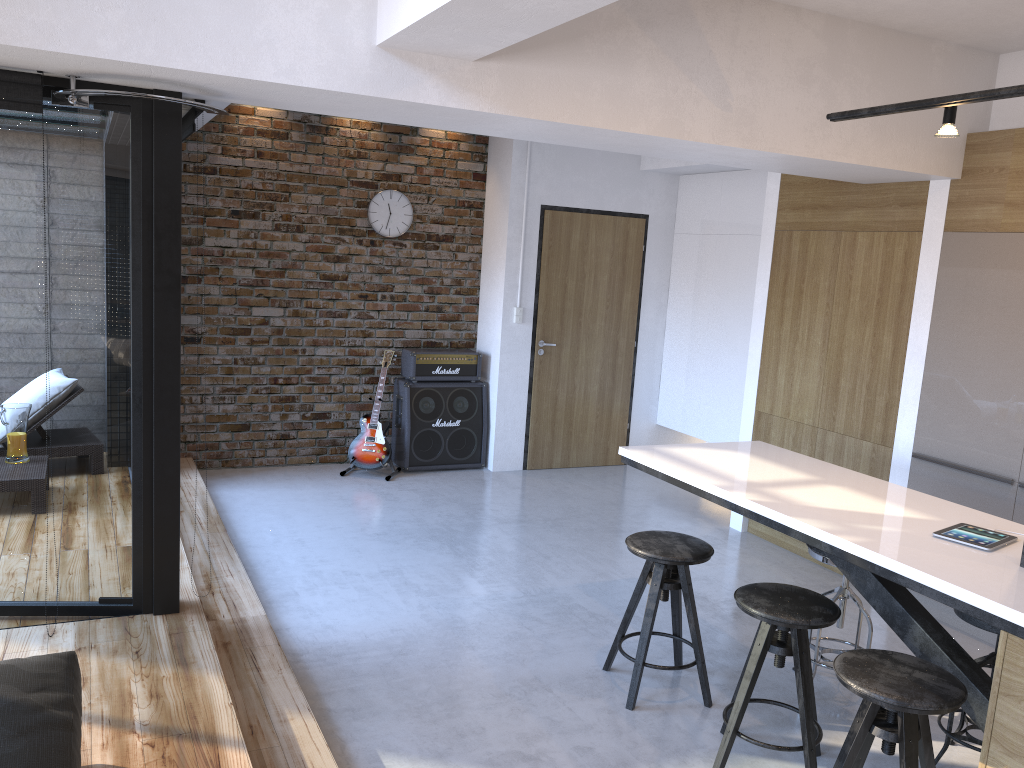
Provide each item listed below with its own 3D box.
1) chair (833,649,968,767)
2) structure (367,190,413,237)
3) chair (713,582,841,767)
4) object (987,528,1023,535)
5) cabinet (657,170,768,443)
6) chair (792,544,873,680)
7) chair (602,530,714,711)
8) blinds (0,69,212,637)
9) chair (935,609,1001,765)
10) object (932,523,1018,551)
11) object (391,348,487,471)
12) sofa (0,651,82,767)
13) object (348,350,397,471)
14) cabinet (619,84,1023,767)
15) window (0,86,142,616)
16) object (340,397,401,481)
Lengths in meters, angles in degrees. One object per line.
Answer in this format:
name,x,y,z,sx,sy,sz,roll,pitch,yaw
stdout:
chair,1.089,1.138,2.592,0.366,0.632,0.366,11,12,38
structure,-0.941,-1.316,6.852,0.360,0.361,0.040,-1,10,-26
chair,0.928,1.051,3.108,0.365,0.632,0.365,7,10,19
object,1.750,0.420,2.826,0.214,0.247,0.416,3,9,-5
cabinet,1.706,-0.560,6.816,0.020,2.122,1.705,-1,10,-26
chair,1.389,0.984,3.735,0.358,0.637,0.355,7,10,18
chair,0.619,0.952,3.644,0.367,0.632,0.366,2,9,-11
blinds,-2.135,-0.177,3.792,1.828,2.057,3.854,7,9,18
chair,1.716,1.091,3.161,0.356,0.637,0.357,12,12,42
object,1.538,0.508,2.946,0.240,0.013,0.187,-3,11,-41
object,-0.571,0.193,7.114,0.696,0.939,0.357,-1,10,-26
sofa,-1.940,0.996,0.561,2.998,0.702,3.037,0,9,-26
object,-1.029,0.196,6.854,0.330,0.875,0.523,5,9,8
cabinet,3.020,0.307,1.401,2.473,2.878,9.094,-1,10,-26
window,-2.640,-0.116,3.258,2.449,2.055,0.100,2,9,-9
object,-1.063,0.399,6.763,0.389,0.589,0.330,5,9,8
